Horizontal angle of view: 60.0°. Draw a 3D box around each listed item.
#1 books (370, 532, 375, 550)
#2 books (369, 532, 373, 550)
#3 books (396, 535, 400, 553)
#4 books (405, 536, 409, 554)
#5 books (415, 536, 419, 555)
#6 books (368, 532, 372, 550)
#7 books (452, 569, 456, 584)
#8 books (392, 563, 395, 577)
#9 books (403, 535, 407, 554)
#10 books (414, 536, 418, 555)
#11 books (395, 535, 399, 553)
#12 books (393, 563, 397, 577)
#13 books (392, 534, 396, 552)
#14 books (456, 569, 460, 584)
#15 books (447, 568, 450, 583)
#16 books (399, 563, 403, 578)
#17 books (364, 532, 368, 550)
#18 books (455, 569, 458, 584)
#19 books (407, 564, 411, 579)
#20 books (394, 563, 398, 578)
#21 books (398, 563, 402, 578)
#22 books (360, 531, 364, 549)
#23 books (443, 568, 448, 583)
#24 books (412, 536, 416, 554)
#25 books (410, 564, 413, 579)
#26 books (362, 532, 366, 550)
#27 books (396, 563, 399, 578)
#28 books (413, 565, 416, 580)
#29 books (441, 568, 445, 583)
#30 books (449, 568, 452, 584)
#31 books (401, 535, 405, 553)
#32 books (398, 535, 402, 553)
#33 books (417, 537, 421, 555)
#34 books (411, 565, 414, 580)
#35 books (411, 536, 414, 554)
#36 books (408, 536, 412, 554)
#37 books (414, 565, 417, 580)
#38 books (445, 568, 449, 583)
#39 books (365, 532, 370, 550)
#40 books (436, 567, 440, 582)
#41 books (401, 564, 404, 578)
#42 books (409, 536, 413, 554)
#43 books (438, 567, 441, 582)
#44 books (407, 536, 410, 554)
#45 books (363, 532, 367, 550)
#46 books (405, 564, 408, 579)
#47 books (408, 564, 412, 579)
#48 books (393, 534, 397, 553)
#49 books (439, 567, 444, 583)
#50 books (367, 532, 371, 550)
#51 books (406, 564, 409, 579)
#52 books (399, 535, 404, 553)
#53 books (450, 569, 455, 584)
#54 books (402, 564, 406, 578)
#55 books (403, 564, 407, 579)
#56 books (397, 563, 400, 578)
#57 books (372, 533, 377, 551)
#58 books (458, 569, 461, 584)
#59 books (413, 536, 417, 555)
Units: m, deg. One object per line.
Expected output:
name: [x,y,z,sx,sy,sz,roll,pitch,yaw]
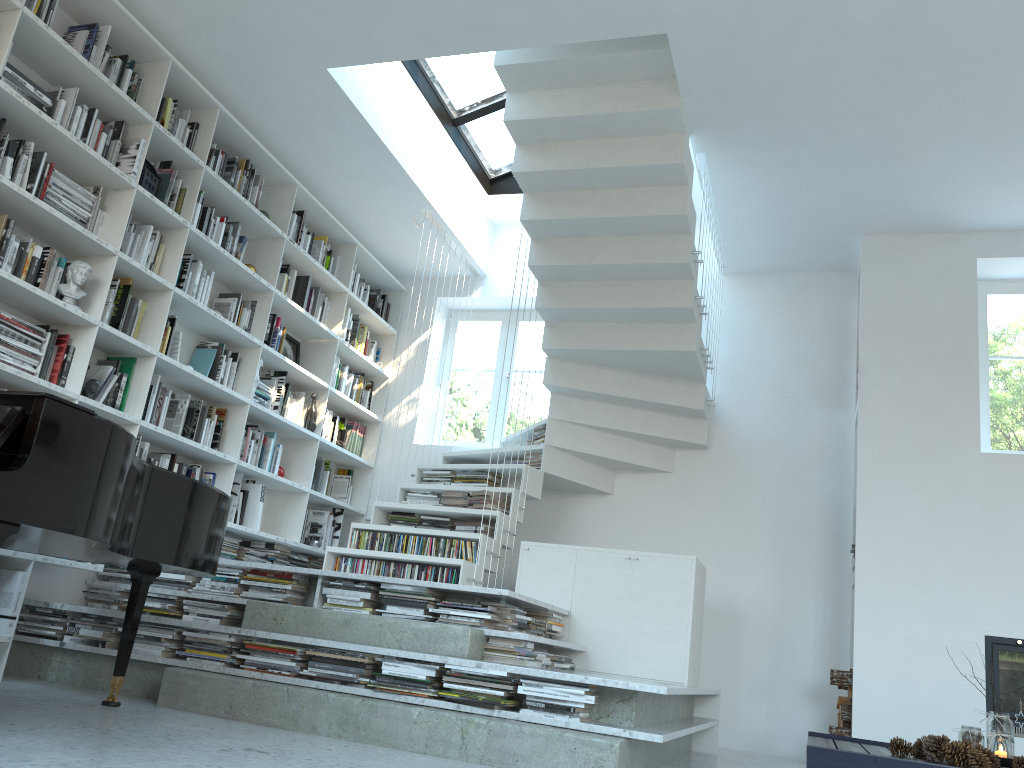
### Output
books: [-0.795,0.945,5.215,0.010,0.125,0.125,2,-17,19]
books: [-0.804,0.945,5.218,0.008,0.125,0.125,2,-17,19]
books: [-0.638,0.949,5.160,0.009,0.125,0.125,2,-17,19]
books: [-0.583,0.951,5.141,0.007,0.125,0.125,2,-17,19]
books: [-0.524,0.952,5.120,0.007,0.125,0.125,2,-17,19]
books: [-0.811,0.945,5.220,0.008,0.125,0.125,2,-17,19]
books: [-0.298,1.079,4.836,0.016,0.125,0.125,2,-17,19]
books: [-0.638,1.070,4.955,0.008,0.125,0.125,2,-17,19]
books: [-0.598,0.950,5.146,0.010,0.125,0.125,2,-17,19]
books: [-0.531,0.952,5.123,0.008,0.125,0.125,2,-17,19]
books: [-0.646,0.949,5.163,0.010,0.125,0.125,2,-17,19]
books: [-0.630,1.070,4.952,0.008,0.125,0.125,2,-17,19]
books: [-0.666,0.949,5.170,0.008,0.125,0.125,2,-17,19]
books: [-0.276,1.079,4.829,0.009,0.125,0.125,2,-17,19]
books: [-0.328,1.078,4.846,0.009,0.125,0.125,2,-17,19]
books: [-0.596,1.071,4.940,0.008,0.125,0.125,2,-17,19]
books: [-0.832,0.944,5.228,0.007,0.125,0.125,2,-17,19]
books: [-0.284,1.079,4.831,0.013,0.125,0.125,2,-17,19]
books: [-0.551,1.072,4.924,0.008,0.125,0.125,2,-17,19]
books: [-0.624,1.070,4.950,0.008,0.125,0.125,2,-17,19]
books: [-0.603,1.070,4.942,0.007,0.125,0.125,2,-17,19]
books: [-0.859,0.943,5.237,0.010,0.125,0.125,2,-17,19]
books: [-0.348,1.077,4.853,0.010,0.125,0.125,2,-17,19]
books: [-0.545,0.952,5.128,0.008,0.125,0.125,2,-17,19]
books: [-0.537,1.072,4.919,0.008,0.125,0.125,2,-17,19]
books: [-0.851,0.944,5.234,0.012,0.125,0.125,2,-17,19]
books: [-0.617,1.070,4.947,0.008,0.125,0.125,2,-17,19]
books: [-0.521,1.073,4.914,0.011,0.125,0.125,2,-17,19]
books: [-0.358,1.077,4.857,0.014,0.125,0.125,2,-17,19]
books: [-0.318,1.078,4.843,0.011,0.125,0.125,2,-17,19]
books: [-0.609,0.950,5.150,0.014,0.125,0.125,2,-17,19]
books: [-0.629,0.950,5.157,0.007,0.125,0.125,2,-17,19]
books: [-0.517,0.953,5.118,0.008,0.125,0.125,2,-17,19]
books: [-0.528,1.073,4.916,0.011,0.125,0.125,2,-17,19]
books: [-0.552,0.952,5.130,0.008,0.125,0.125,2,-17,19]
books: [-0.569,0.951,5.136,0.010,0.125,0.125,2,-17,19]
books: [-0.512,1.073,4.911,0.008,0.125,0.125,2,-17,19]
books: [-0.337,1.078,4.850,0.013,0.125,0.125,2,-17,19]
books: [-0.826,0.944,5.225,0.007,0.125,0.125,2,-17,19]
books: [-0.387,1.076,4.867,0.009,0.125,0.125,2,-17,19]
books: [-0.588,1.071,4.937,0.008,0.125,0.125,2,-17,19]
books: [-0.559,0.951,5.133,0.008,0.125,0.125,2,-17,19]
books: [-0.378,1.077,4.864,0.007,0.125,0.125,2,-17,19]
books: [-0.576,0.951,5.138,0.007,0.125,0.125,2,-17,19]
books: [-0.840,0.944,5.230,0.008,0.125,0.125,2,-17,19]
books: [-0.565,1.071,4.929,0.008,0.125,0.125,2,-17,19]
books: [-0.544,1.072,4.922,0.007,0.125,0.125,2,-17,19]
books: [-0.656,0.949,5.166,0.012,0.125,0.125,2,-17,19]
books: [-0.369,1.077,4.861,0.010,0.125,0.125,2,-17,19]
books: [-0.819,0.944,5.223,0.007,0.125,0.125,2,-17,19]
books: [-0.558,1.072,4.927,0.008,0.125,0.125,2,-17,19]
books: [-0.620,0.950,5.154,0.010,0.125,0.125,2,-17,19]
books: [-0.309,1.078,4.840,0.009,0.125,0.125,2,-17,19]
books: [-0.580,1.071,4.935,0.010,0.125,0.125,2,-17,19]
books: [-0.574,1.071,4.932,0.010,0.125,0.125,2,-17,19]
books: [-0.610,1.070,4.945,0.008,0.125,0.125,2,-17,19]
books: [-0.785,0.945,5.211,0.010,0.125,0.125,2,-17,19]
books: [-0.269,1.080,4.826,0.007,0.125,0.125,2,-17,19]
books: [-0.538,0.952,5.125,0.008,0.125,0.125,2,-17,19]
